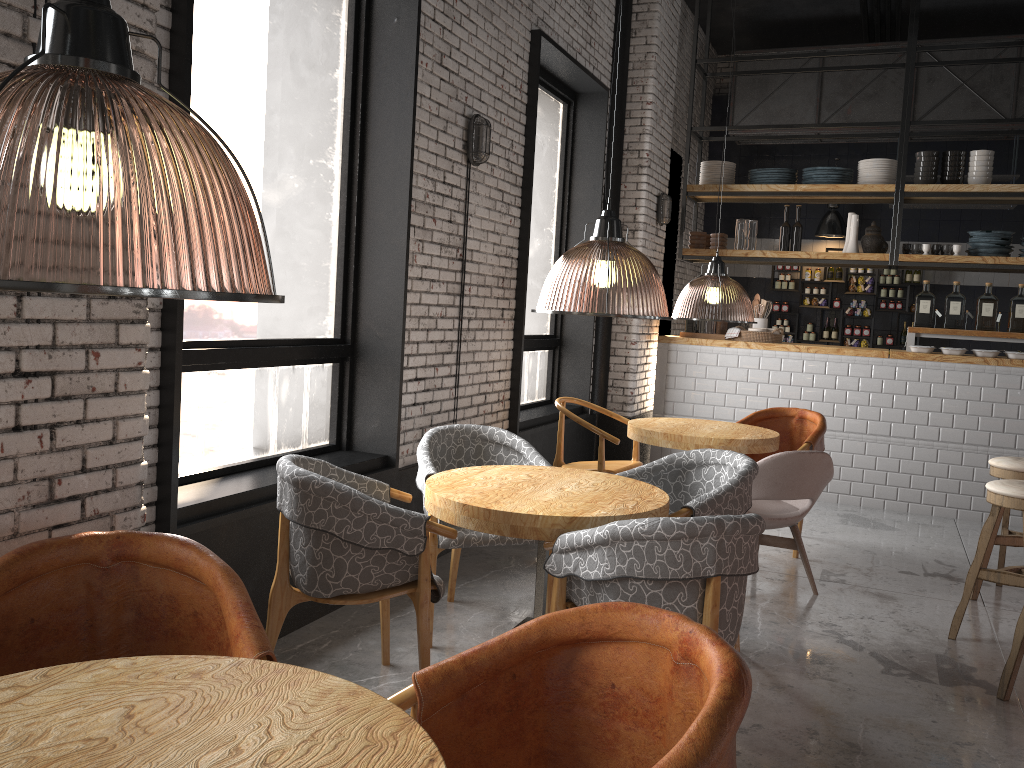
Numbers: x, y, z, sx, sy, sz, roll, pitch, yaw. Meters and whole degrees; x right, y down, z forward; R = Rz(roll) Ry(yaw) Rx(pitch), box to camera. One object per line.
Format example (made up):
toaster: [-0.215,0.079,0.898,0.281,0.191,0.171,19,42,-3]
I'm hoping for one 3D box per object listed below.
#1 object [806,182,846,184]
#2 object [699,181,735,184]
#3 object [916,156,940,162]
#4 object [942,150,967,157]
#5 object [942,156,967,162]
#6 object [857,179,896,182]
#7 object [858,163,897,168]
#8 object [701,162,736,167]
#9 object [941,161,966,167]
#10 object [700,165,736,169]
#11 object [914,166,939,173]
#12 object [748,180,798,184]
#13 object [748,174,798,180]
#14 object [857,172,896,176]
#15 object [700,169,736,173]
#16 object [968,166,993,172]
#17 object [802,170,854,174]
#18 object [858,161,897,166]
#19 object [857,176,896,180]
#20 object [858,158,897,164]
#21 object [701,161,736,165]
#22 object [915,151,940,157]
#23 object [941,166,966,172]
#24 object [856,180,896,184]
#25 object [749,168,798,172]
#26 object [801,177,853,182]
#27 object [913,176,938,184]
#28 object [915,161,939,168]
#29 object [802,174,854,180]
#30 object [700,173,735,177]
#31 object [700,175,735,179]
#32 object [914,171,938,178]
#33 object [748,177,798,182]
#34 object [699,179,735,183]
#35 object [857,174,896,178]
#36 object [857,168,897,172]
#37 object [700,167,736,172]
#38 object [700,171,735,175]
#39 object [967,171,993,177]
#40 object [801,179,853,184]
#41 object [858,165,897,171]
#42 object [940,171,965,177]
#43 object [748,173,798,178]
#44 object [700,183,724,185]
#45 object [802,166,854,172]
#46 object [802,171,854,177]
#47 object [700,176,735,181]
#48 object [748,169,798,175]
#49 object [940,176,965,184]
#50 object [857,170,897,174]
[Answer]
object: [2.906,-1.812,8.187,0.454,0.033,0.454,6,6,31]
object: [1.980,-1.922,8.575,0.334,0.042,0.335,1,6,-29]
object: [3.681,-1.955,7.854,0.196,0.107,0.196,0,6,-39]
object: [3.876,-1.981,7.776,0.196,0.102,0.197,3,5,-1]
object: [3.872,-1.937,7.775,0.196,0.102,0.197,5,5,16]
object: [3.296,-1.818,8.021,0.334,0.037,0.335,2,5,-11]
object: [3.303,-1.950,8.014,0.334,0.044,0.335,3,5,-7]
object: [1.991,-2.092,8.564,0.335,0.041,0.335,5,5,19]
object: [3.869,-1.893,7.778,0.197,0.102,0.196,6,6,33]
object: [1.989,-2.072,8.565,0.335,0.040,0.335,4,5,13]
object: [3.673,-1.867,7.865,0.196,0.102,0.197,0,6,-38]
object: [2.458,-1.878,8.374,0.454,0.043,0.454,6,5,25]
object: [2.461,-1.925,8.371,0.454,0.038,0.455,3,5,0]
object: [3.298,-1.877,8.017,0.334,0.040,0.335,1,5,-22]
object: [1.987,-2.033,8.567,0.335,0.038,0.335,8,7,43]
object: [4.064,-1.830,7.697,0.196,0.104,0.197,0,5,-32]
object: [2.913,-1.931,8.177,0.454,0.050,0.454,3,5,-2]
object: [3.304,-1.969,8.011,0.334,0.039,0.335,3,5,-2]
object: [3.296,-1.838,8.020,0.334,0.040,0.335,2,5,-13]
object: [3.305,-1.989,8.011,0.335,0.039,0.335,3,5,-3]
object: [1.992,-2.111,8.562,0.335,0.039,0.335,4,5,14]
object: [3.679,-2.000,7.858,0.196,0.105,0.196,8,6,44]
object: [3.868,-1.849,7.778,0.196,0.107,0.196,3,5,-6]
object: [3.295,-1.800,8.024,0.335,0.045,0.335,4,5,3]
object: [2.464,-1.996,8.365,0.454,0.050,0.454,7,6,36]
object: [2.908,-1.860,8.183,0.454,0.042,0.455,2,5,-17]
object: [3.668,-1.779,7.872,0.197,0.102,0.196,7,6,35]
object: [3.676,-1.910,7.861,0.196,0.100,0.197,2,5,-12]
object: [2.910,-1.883,8.182,0.454,0.038,0.454,5,5,24]
object: [1.985,-1.999,8.570,0.335,0.038,0.335,-1,7,-42]
object: [1.983,-1.980,8.570,0.334,0.042,0.335,2,5,-17]
object: [3.669,-1.823,7.869,0.196,0.104,0.197,2,5,-13]
object: [2.459,-1.902,8.372,0.454,0.044,0.454,5,5,18]
object: [1.981,-1.941,8.573,0.335,0.039,0.335,4,5,10]
object: [3.298,-1.857,8.019,0.334,0.039,0.335,2,5,-11]
object: [3.300,-1.912,8.015,0.334,0.042,0.335,4,5,6]
object: [1.988,-2.053,8.566,0.335,0.034,0.335,3,5,-1]
object: [1.985,-2.015,8.569,0.334,0.043,0.335,1,6,-28]
object: [4.059,-1.786,7.701,0.196,0.104,0.197,3,5,-1]
object: [2.908,-1.837,8.185,0.454,0.045,0.455,3,5,-3]
object: [3.302,-1.931,8.015,0.334,0.041,0.335,3,5,-8]
object: [3.865,-1.804,7.786,0.197,0.101,0.196,7,6,42]
object: [2.462,-1.949,8.368,0.454,0.043,0.454,6,6,28]
object: [1.979,-1.901,8.576,0.334,0.033,0.335,1,6,-29]
object: [2.914,-1.953,8.177,0.454,0.039,0.454,8,7,42]
object: [2.912,-1.906,8.181,0.454,0.037,0.455,1,5,-23]
object: [1.983,-1.960,8.573,0.334,0.044,0.335,2,5,-11]
object: [2.463,-1.973,8.368,0.454,0.047,0.454,5,5,20]
object: [3.863,-1.761,7.791,0.196,0.104,0.197,0,5,-31]
object: [3.299,-1.892,8.017,0.335,0.039,0.335,6,6,30]
